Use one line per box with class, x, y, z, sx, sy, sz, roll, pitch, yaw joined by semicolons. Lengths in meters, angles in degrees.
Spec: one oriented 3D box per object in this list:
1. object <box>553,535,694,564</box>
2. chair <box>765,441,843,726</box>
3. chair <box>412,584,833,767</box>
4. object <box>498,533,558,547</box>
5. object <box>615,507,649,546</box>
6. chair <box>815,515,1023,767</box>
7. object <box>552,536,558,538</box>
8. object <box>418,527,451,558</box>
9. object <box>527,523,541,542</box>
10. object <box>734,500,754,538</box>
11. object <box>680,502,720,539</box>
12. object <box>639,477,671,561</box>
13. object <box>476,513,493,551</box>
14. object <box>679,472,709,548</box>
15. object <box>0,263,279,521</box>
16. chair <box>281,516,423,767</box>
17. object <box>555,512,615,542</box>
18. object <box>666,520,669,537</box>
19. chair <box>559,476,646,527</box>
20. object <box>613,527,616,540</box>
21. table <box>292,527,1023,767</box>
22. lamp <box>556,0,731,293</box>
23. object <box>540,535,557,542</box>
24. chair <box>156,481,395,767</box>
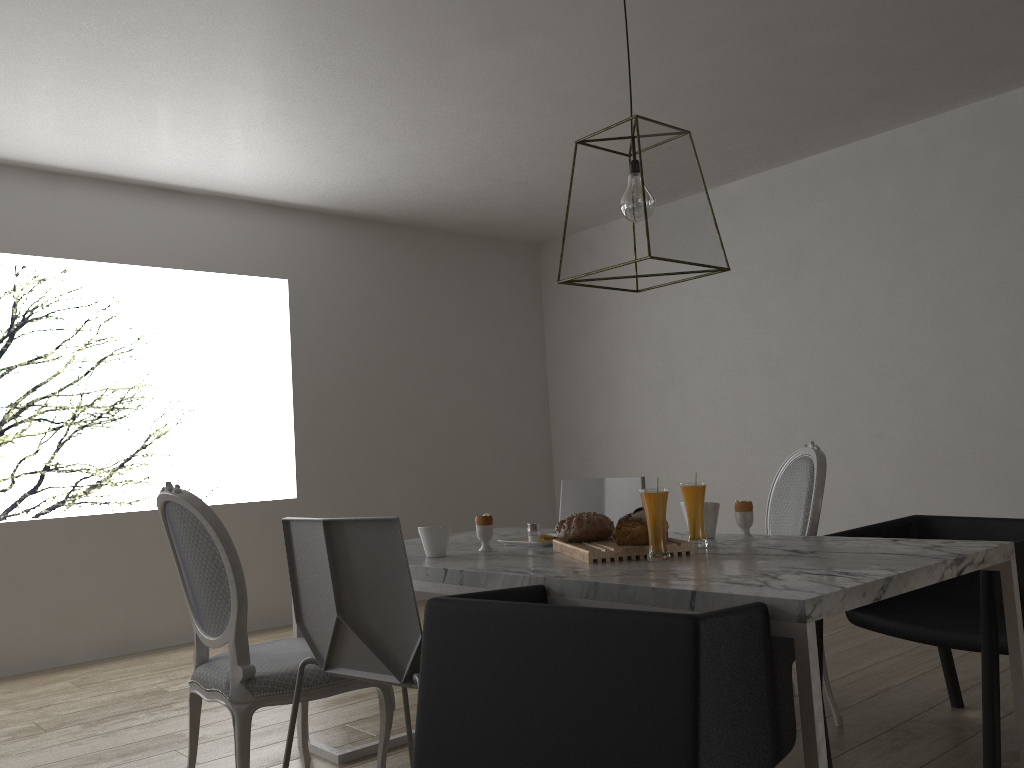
object;0.272;0.415;2.263;0.260;0.031;0.360;-3;-5;-11
chair;0.750;0.611;2.792;0.505;0.833;0.480;-3;-5;-9
chair;0.195;0.669;1.592;0.569;0.597;0.609;-7;-6;39
object;0.098;0.463;2.635;0.212;0.014;0.212;1;-6;-41
object;0.303;0.346;2.157;0.086;0.087;0.090;-6;-5;26
chair;1.197;0.672;2.363;0.609;0.597;0.569;-1;-5;-26
object;0.177;0.458;2.654;0.132;0.013;0.032;-6;-5;24
object;-0.228;0.433;2.449;0.138;0.085;0.089;-8;-7;44
object;0.064;0.436;2.590;0.036;0.060;0.036;-4;-5;0
object;0.631;0.365;2.407;0.050;0.101;0.050;1;-7;-45
object;0.521;0.383;2.522;0.110;0.105;0.170;-2;-5;-21
object;0.333;0.312;2.048;0.071;0.188;0.071;-2;-5;-20
object;-0.076;0.415;2.488;0.050;0.101;0.050;0;-6;-34
object;0.469;0.322;2.273;0.071;0.188;0.071;-2;-5;-20
object;-2.223;1.496;4.583;10.834;8.324;0.001;1;-6;-41
chair;-0.225;0.646;1.914;0.470;0.745;0.439;-7;-6;39
object;0.191;0.374;2.334;0.157;0.075;0.151;-3;-5;-5
object;0.351;0.363;2.225;0.083;0.057;0.072;-6;-5;25
chair;0.271;0.729;3.262;0.470;0.745;0.439;-7;-6;34
object;0.296;0.364;2.247;0.079;0.067;0.074;-5;-5;21
table;0.236;0.732;2.351;0.870;0.583;1.781;1;-6;-41
lamp;0.294;-0.817;2.258;0.584;1.108;0.584;-1;-5;-26
object;0.092;0.460;2.628;0.068;0.014;0.197;-2;-5;-13
chair;-0.607;0.646;2.224;0.505;0.833;0.480;1;-7;-43
